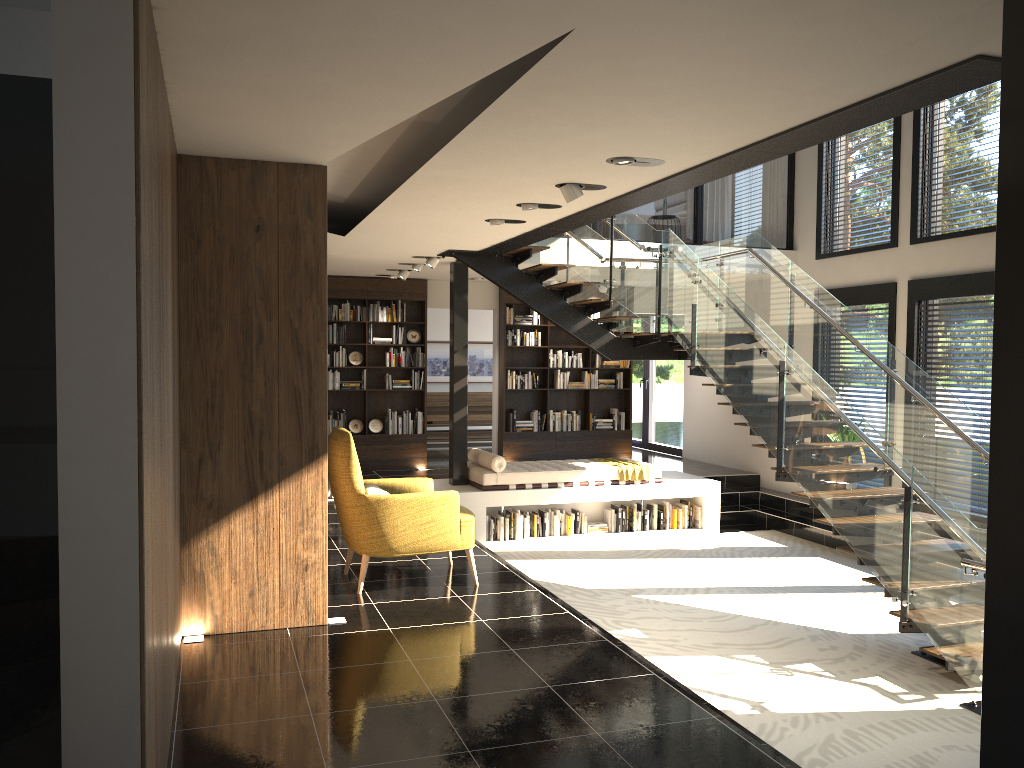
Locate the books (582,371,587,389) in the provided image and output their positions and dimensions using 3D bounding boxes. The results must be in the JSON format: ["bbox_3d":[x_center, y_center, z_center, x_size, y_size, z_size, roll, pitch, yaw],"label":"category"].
[{"bbox_3d":[1.096,-0.061,13.423,0.026,0.263,0.156,0,2,-19],"label":"books"}]

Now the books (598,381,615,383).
[{"bbox_3d":[1.412,-0.033,13.526,0.260,0.021,0.167,0,2,-21],"label":"books"}]

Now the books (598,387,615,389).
[{"bbox_3d":[1.414,0.056,13.521,0.288,0.026,0.175,0,2,-14],"label":"books"}]

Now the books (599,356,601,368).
[{"bbox_3d":[1.320,-0.344,13.504,0.026,0.196,0.147,0,2,-19],"label":"books"}]

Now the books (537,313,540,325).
[{"bbox_3d":[0.365,-1.011,13.147,0.029,0.272,0.173,0,2,-19],"label":"books"}]

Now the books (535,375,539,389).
[{"bbox_3d":[0.351,-0.032,13.186,0.028,0.210,0.169,0,2,-19],"label":"books"}]

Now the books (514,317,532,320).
[{"bbox_3d":[0.142,-0.964,13.092,0.270,0.025,0.156,0,2,-19],"label":"books"}]

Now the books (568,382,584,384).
[{"bbox_3d":[0.942,-0.017,13.371,0.274,0.025,0.156,0,2,-15],"label":"books"}]

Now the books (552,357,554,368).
[{"bbox_3d":[0.589,-0.327,13.252,0.027,0.162,0.125,0,2,-19],"label":"books"}]

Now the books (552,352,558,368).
[{"bbox_3d":[0.644,-0.359,13.247,0.027,0.228,0.208,0,2,-19],"label":"books"}]

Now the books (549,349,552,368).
[{"bbox_3d":[0.562,-0.382,13.240,0.031,0.272,0.158,0,2,-19],"label":"books"}]

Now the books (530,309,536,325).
[{"bbox_3d":[0.308,-1.017,13.115,0.030,0.284,0.176,0,2,-19],"label":"books"}]

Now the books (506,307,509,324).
[{"bbox_3d":[-0.088,-1.000,13.005,0.032,0.250,0.167,0,2,-19],"label":"books"}]

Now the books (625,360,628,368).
[{"bbox_3d":[1.726,-0.341,13.634,0.023,0.189,0.197,0,2,-19],"label":"books"}]

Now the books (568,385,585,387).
[{"bbox_3d":[0.942,0.033,13.371,0.275,0.025,0.156,0,2,-23],"label":"books"}]

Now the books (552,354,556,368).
[{"bbox_3d":[0.617,-0.344,13.247,0.024,0.198,0.174,0,2,-19],"label":"books"}]

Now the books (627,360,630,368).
[{"bbox_3d":[1.761,-0.344,13.647,0.051,0.194,0.192,0,2,-18],"label":"books"}]

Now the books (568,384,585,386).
[{"bbox_3d":[0.943,0.008,13.367,0.261,0.024,0.167,0,2,-22],"label":"books"}]

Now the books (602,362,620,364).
[{"bbox_3d":[1.505,-0.320,13.586,0.260,0.020,0.167,0,2,-21],"label":"books"}]

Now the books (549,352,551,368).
[{"bbox_3d":[0.531,-0.360,13.233,0.030,0.228,0.176,0,2,-19],"label":"books"}]

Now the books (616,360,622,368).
[{"bbox_3d":[1.648,-0.357,13.628,0.026,0.219,0.156,0,2,-19],"label":"books"}]

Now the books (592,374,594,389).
[{"bbox_3d":[1.202,-0.038,13.453,0.029,0.214,0.149,0,2,-19],"label":"books"}]

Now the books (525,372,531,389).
[{"bbox_3d":[0.237,-0.055,13.138,0.029,0.256,0.167,0,2,-19],"label":"books"}]

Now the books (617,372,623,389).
[{"bbox_3d":[1.646,-0.057,13.586,0.026,0.251,0.178,0,2,-19],"label":"books"}]

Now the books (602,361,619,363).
[{"bbox_3d":[1.500,-0.341,13.599,0.246,0.021,0.148,0,2,-19],"label":"books"}]

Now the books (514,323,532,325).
[{"bbox_3d":[0.144,-0.888,13.087,0.268,0.026,0.156,0,2,-15],"label":"books"}]

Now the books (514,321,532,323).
[{"bbox_3d":[0.143,-0.913,13.089,0.273,0.025,0.156,0,2,-21],"label":"books"}]

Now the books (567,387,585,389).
[{"bbox_3d":[0.941,0.058,13.374,0.274,0.025,0.156,0,2,-22],"label":"books"}]

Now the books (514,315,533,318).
[{"bbox_3d":[0.146,-0.992,13.079,0.285,0.031,0.176,0,2,-19],"label":"books"}]

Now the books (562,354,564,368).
[{"bbox_3d":[0.735,-0.349,13.301,0.020,0.206,0.147,0,2,-19],"label":"books"}]

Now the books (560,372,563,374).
[{"bbox_3d":[0.726,-0.051,13.290,0.030,0.245,0.166,0,2,-19],"label":"books"}]

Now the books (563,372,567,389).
[{"bbox_3d":[0.765,-0.050,13.277,0.036,0.244,0.194,0,2,-19],"label":"books"}]

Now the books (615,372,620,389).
[{"bbox_3d":[1.616,-0.055,13.599,0.023,0.246,0.147,0,2,-19],"label":"books"}]

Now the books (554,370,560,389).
[{"bbox_3d":[0.674,-0.071,13.276,0.030,0.284,0.176,0,2,-19],"label":"books"}]

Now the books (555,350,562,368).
[{"bbox_3d":[0.694,-0.375,13.266,0.028,0.258,0.208,0,2,-19],"label":"books"}]

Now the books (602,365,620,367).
[{"bbox_3d":[1.502,-0.280,13.595,0.272,0.021,0.156,0,2,-20],"label":"books"}]

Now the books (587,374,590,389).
[{"bbox_3d":[1.122,-0.046,13.443,0.037,0.232,0.231,0,2,-19],"label":"books"}]

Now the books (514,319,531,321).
[{"bbox_3d":[0.143,-0.939,13.089,0.251,0.026,0.148,0,2,-15],"label":"books"}]

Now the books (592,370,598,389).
[{"bbox_3d":[1.259,-0.069,13.462,0.031,0.277,0.168,0,2,-19],"label":"books"}]

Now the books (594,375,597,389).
[{"bbox_3d":[1.234,-0.035,13.444,0.026,0.210,0.184,0,2,-19],"label":"books"}]

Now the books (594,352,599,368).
[{"bbox_3d":[1.291,-0.377,13.511,0.023,0.261,0.146,0,2,-19],"label":"books"}]

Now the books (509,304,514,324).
[{"bbox_3d":[-0.005,-1.019,13.013,0.028,0.290,0.170,0,2,-19],"label":"books"}]

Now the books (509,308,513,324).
[{"bbox_3d":[-0.032,-0.990,13.005,0.030,0.231,0.200,0,2,-19],"label":"books"}]

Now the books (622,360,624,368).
[{"bbox_3d":[1.676,-0.367,13.628,0.028,0.240,0.187,0,2,-19],"label":"books"}]

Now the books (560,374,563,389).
[{"bbox_3d":[0.711,-0.037,13.252,0.023,0.218,0.195,0,2,-19],"label":"books"}]

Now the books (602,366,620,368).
[{"bbox_3d":[1.502,-0.258,13.594,0.266,0.021,0.156,0,2,-21],"label":"books"}]

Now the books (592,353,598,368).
[{"bbox_3d":[1.268,-0.356,13.507,0.024,0.219,0.174,0,2,-19],"label":"books"}]

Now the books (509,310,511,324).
[{"bbox_3d":[-0.060,-0.983,13.007,0.021,0.217,0.180,0,2,-19],"label":"books"}]

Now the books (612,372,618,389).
[{"bbox_3d":[1.573,-0.053,13.564,0.030,0.244,0.176,0,2,-19],"label":"books"}]

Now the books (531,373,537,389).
[{"bbox_3d":[0.305,-0.045,13.167,0.070,0.236,0.206,0,2,-19],"label":"books"}]

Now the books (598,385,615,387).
[{"bbox_3d":[1.410,0.032,13.531,0.274,0.022,0.156,0,2,-22],"label":"books"}]

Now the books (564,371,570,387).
[{"bbox_3d":[0.804,-0.060,13.323,0.067,0.261,0.159,0,2,-19],"label":"books"}]
